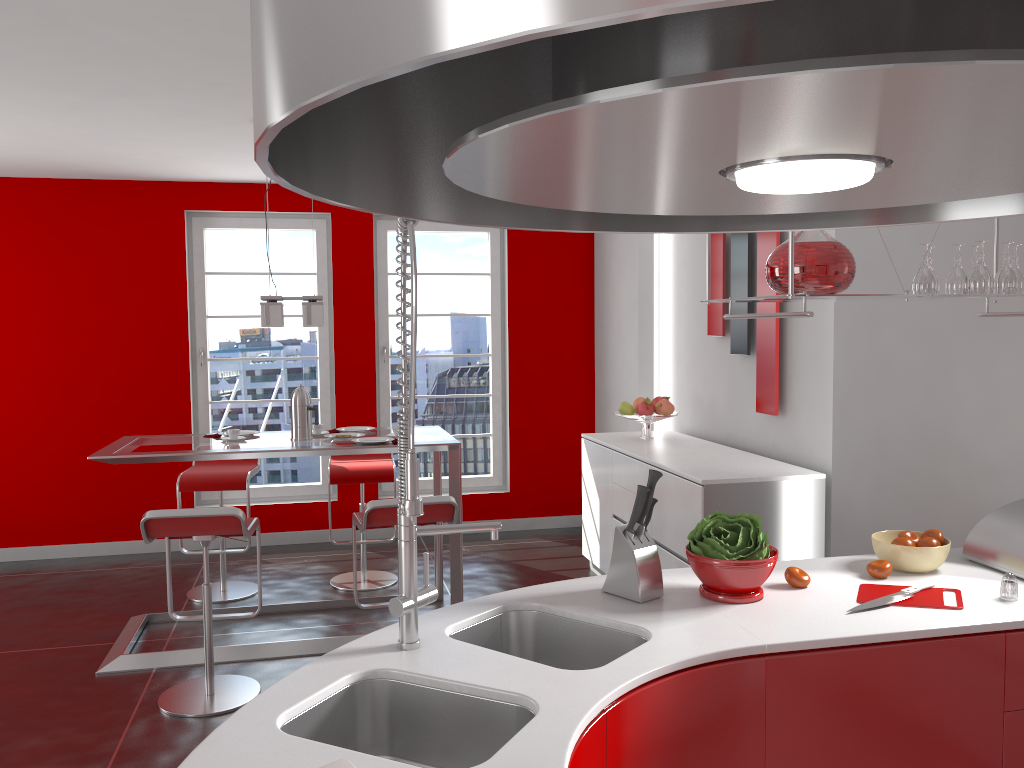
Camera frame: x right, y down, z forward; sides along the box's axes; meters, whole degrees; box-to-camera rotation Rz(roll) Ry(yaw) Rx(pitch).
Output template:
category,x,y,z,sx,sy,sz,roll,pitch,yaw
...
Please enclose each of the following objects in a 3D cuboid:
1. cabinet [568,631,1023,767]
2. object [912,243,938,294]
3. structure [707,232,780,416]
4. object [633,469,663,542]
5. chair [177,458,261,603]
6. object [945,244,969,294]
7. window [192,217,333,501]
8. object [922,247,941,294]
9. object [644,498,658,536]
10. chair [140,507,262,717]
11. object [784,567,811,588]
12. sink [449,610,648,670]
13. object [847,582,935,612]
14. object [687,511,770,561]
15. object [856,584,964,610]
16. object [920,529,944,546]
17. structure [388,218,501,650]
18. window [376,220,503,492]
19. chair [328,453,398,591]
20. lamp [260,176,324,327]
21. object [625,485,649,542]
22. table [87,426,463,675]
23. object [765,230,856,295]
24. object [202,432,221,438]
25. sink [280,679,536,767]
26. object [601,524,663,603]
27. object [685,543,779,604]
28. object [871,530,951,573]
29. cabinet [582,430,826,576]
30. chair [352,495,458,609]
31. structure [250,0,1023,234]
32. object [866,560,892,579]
category,x,y,z,sx,sy,sz,roll,pitch,yaw
cabinet,0.785,0.977,1.678,1.025,0.761,1.875,2,4,33
object,1.089,-0.298,2.336,0.060,0.141,0.060,-1,4,-12
structure,1.253,-0.612,4.857,0.040,1.503,0.820,-1,4,-13
object,0.321,0.370,2.228,0.014,0.322,0.150,-4,5,-41
chair,-1.727,0.816,5.291,0.418,0.857,0.460,-1,4,-5
object,1.186,-0.300,2.359,0.060,0.141,0.060,-1,4,-12
window,-1.810,-0.183,6.473,0.938,2.038,0.117,-1,4,-13
object,1.144,-0.304,2.434,0.060,0.141,0.060,-3,4,-36
object,0.336,0.382,2.253,0.009,0.197,0.091,-4,5,-41
chair,-1.292,0.910,3.747,0.418,0.857,0.460,-1,4,-8
object,0.745,0.504,2.315,0.064,0.048,0.063,-3,4,-34
sink,0.080,0.661,1.993,0.428,0.172,0.326,2,5,38
object,0.942,0.525,2.183,0.375,0.008,0.041,-3,4,-36
object,0.545,0.423,2.240,0.198,0.182,0.193,-1,4,-7
object,0.991,0.530,2.213,0.266,0.006,0.168,0,4,14
object,1.178,0.437,2.487,0.055,0.058,0.066,-2,4,-27
structure,-0.174,0.107,1.837,0.178,0.920,0.308,2,4,31
window,-0.542,-0.213,6.755,0.938,2.038,0.117,-1,4,-13
chair,-0.924,0.795,5.489,0.418,0.857,0.460,-1,4,-10
lamp,-1.123,-0.802,4.497,0.304,1.025,0.304,-1,4,-13
object,0.294,0.387,2.218,0.012,0.279,0.130,-4,5,-41
table,-1.161,0.783,4.587,1.700,1.000,0.800,-1,4,-13
object,0.737,-0.347,2.191,0.213,0.266,0.213,0,4,16
object,-1.595,0.273,4.715,0.095,0.012,0.234,-1,4,-14
sink,-0.181,0.690,1.583,0.428,0.172,0.326,1,4,26
object,0.305,0.445,2.255,0.091,0.178,0.137,-4,5,-39
object,0.555,0.476,2.246,0.229,0.118,0.228,-4,5,-41
object,1.111,0.474,2.476,0.201,0.086,0.201,-1,4,-11
cabinet,0.944,0.803,4.893,0.610,0.880,1.802,-1,4,-13
chair,-0.475,0.890,3.922,0.418,0.857,0.460,-2,4,-17
structure,0.173,-0.598,0.512,0.644,0.958,0.644,3,5,44
object,0.990,0.500,2.390,0.065,0.047,0.063,-1,4,-13
